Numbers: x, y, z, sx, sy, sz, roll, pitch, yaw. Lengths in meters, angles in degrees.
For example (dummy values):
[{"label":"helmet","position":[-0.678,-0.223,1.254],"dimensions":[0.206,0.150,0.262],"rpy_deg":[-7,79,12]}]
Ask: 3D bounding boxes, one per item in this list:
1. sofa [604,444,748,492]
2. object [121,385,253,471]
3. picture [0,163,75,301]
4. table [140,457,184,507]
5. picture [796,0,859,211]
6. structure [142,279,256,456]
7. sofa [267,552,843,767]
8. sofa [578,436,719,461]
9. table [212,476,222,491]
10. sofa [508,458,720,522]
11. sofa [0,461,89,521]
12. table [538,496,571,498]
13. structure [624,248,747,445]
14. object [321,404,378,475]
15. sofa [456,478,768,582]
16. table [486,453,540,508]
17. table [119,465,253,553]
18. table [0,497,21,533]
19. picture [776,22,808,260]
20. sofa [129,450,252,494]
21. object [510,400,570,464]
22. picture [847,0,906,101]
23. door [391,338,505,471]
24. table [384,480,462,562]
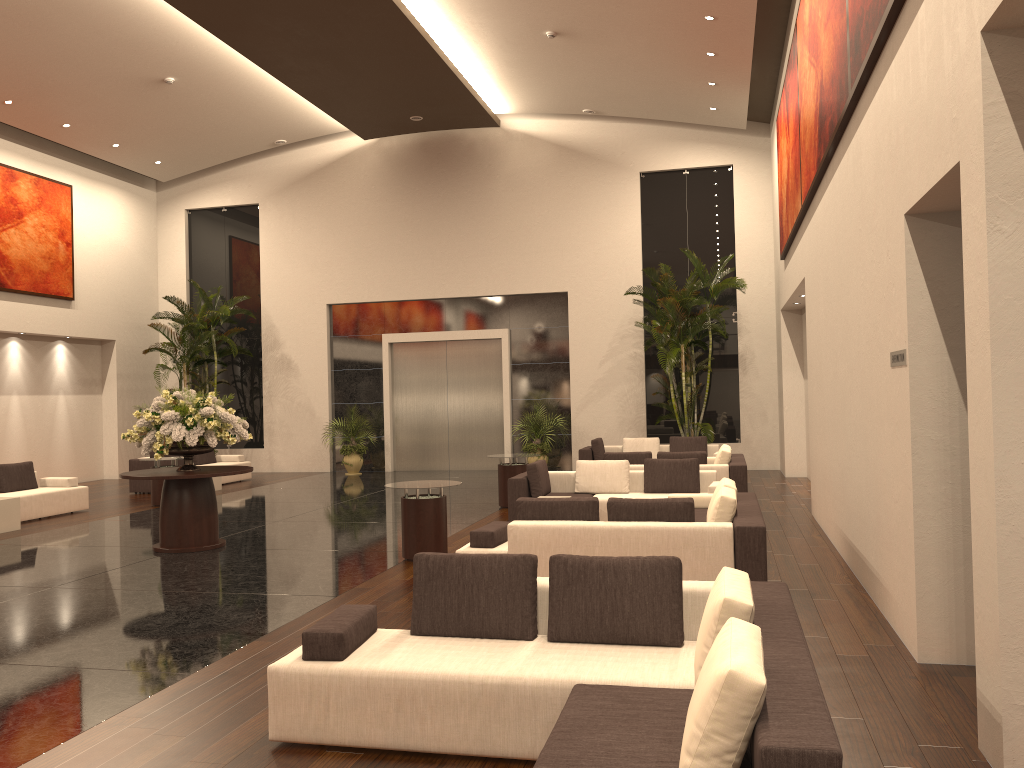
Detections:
[{"label":"sofa","position":[2.403,1.420,14.219],"dimensions":[2.586,0.862,3.366],"rpy_deg":[-2,-1,13]},{"label":"object","position":[-3.885,0.493,10.670],"dimensions":[1.453,1.097,1.402],"rpy_deg":[-1,-1,-31]},{"label":"picture","position":[-10.148,-3.099,17.214],"dimensions":[0.070,2.526,4.515],"rpy_deg":[-2,-1,13]},{"label":"table","position":[-5.918,1.673,15.179],"dimensions":[0.833,0.795,0.844],"rpy_deg":[-1,-1,-26]},{"label":"picture","position":[3.258,-3.536,9.373],"dimensions":[0.070,2.526,4.515],"rpy_deg":[-2,-1,13]},{"label":"structure","position":[-7.254,-0.125,20.901],"dimensions":[2.436,4.611,2.531],"rpy_deg":[-1,-1,-15]},{"label":"sofa","position":[-0.136,1.345,3.493],"dimensions":[2.586,0.862,3.366],"rpy_deg":[-2,-1,13]},{"label":"sofa","position":[2.728,1.446,16.833],"dimensions":[2.846,0.862,1.291],"rpy_deg":[-2,-1,13]},{"label":"table","position":[-6.018,1.876,17.493],"dimensions":[0.400,0.460,0.400],"rpy_deg":[-2,-1,13]},{"label":"sofa","position":[1.413,1.408,11.315],"dimensions":[2.846,0.862,1.291],"rpy_deg":[-2,-1,13]},{"label":"sofa","position":[-7.685,1.662,13.362],"dimensions":[1.291,0.862,2.846],"rpy_deg":[-2,-1,13]},{"label":"table","position":[0.503,1.627,10.854],"dimensions":[0.400,0.460,0.400],"rpy_deg":[-2,-1,13]},{"label":"structure","position":[3.631,-0.433,18.161],"dimensions":[2.436,4.611,2.531],"rpy_deg":[-1,-1,-15]},{"label":"object","position":[-3.666,1.244,20.464],"dimensions":[1.373,1.682,1.297],"rpy_deg":[-1,-1,-44]},{"label":"sofa","position":[1.088,1.382,8.701],"dimensions":[2.586,0.862,3.366],"rpy_deg":[-2,-1,13]},{"label":"table","position":[0.030,1.506,13.763],"dimensions":[0.833,0.795,0.844],"rpy_deg":[-1,-1,-26]},{"label":"table","position":[-3.885,1.501,10.665],"dimensions":[1.498,0.921,1.498],"rpy_deg":[-1,-1,4]},{"label":"table","position":[-7.222,1.840,12.445],"dimensions":[0.400,0.460,0.400],"rpy_deg":[-2,-1,13]},{"label":"picture","position":[4.307,-3.505,13.771],"dimensions":[0.070,2.526,4.515],"rpy_deg":[-2,-1,13]},{"label":"sofa","position":[-6.481,1.697,18.411],"dimensions":[1.291,0.862,2.846],"rpy_deg":[-2,-1,13]},{"label":"object","position":[0.536,1.125,19.409],"dimensions":[1.373,1.682,1.297],"rpy_deg":[-1,-1,-39]},{"label":"picture","position":[2.211,-3.567,4.978],"dimensions":[0.070,2.526,4.515],"rpy_deg":[-2,-1,13]},{"label":"door","position":[-1.500,0.508,20.794],"dimensions":[2.767,3.048,0.040],"rpy_deg":[-2,-1,13]},{"label":"table","position":[-0.945,1.476,9.552],"dimensions":[0.833,0.795,0.844],"rpy_deg":[-1,-1,-26]}]
